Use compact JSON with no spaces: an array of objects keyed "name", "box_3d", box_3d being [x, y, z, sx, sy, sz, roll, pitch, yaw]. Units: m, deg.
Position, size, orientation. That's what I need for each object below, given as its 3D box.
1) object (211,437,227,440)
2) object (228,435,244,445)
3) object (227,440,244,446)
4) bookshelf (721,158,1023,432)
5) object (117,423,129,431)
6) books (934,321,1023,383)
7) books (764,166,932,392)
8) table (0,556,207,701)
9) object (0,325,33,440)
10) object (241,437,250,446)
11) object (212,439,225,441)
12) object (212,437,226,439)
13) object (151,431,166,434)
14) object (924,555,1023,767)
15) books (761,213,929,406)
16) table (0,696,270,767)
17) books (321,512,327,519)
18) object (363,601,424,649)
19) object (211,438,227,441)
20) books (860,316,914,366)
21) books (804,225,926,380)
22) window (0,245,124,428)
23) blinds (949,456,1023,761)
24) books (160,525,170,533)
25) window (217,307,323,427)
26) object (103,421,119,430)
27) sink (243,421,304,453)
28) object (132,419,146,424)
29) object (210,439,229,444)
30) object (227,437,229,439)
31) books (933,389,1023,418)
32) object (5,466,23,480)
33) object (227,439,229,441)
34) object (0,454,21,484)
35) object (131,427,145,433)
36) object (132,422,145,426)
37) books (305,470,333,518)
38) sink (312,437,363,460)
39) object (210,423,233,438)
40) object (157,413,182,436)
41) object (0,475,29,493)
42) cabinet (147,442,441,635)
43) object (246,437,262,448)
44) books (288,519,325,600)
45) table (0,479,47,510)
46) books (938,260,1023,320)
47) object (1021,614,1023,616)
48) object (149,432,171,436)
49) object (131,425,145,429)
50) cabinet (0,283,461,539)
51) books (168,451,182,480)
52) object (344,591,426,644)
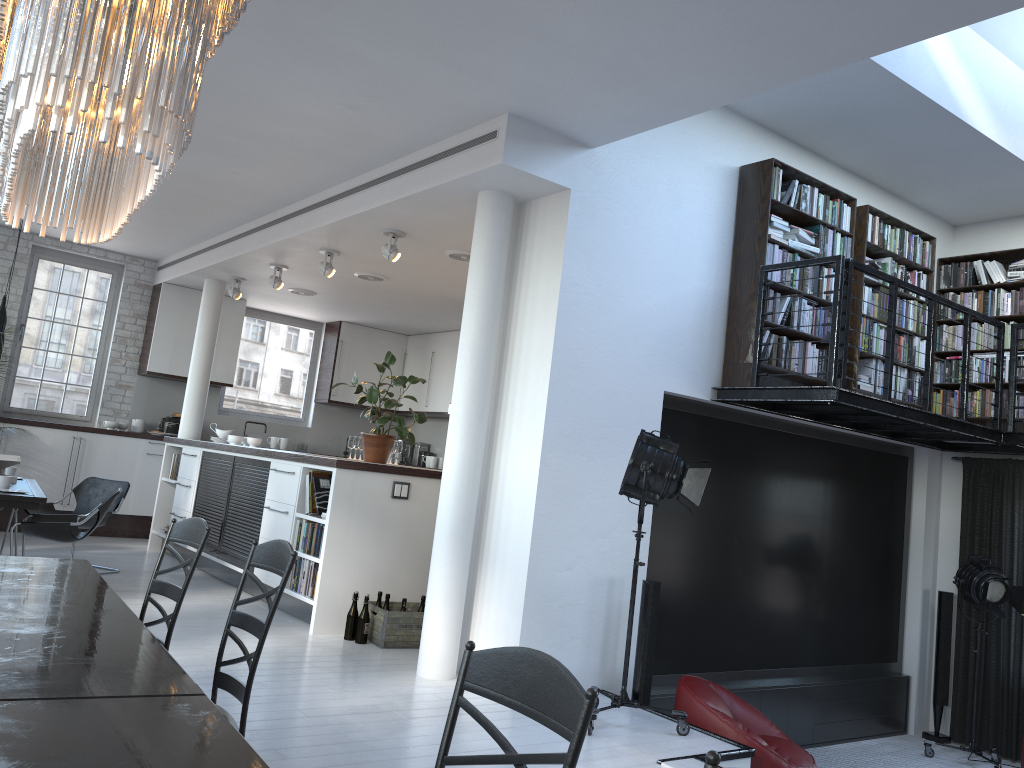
[{"name":"object","box_3d":[-3.157,0.612,9.675,0.261,0.028,0.260,8,-6,-8]},{"name":"object","box_3d":[-2.833,0.578,9.088,0.156,0.093,0.156,11,-8,-36]},{"name":"object","box_3d":[-2.927,0.635,9.461,0.234,0.041,0.235,12,-8,-41]},{"name":"bookshelf","box_3d":[4.118,-0.555,5.402,3.076,1.624,4.472,11,-8,-36]},{"name":"object","box_3d":[-4.582,0.504,10.405,0.157,0.093,0.156,3,-8,34]},{"name":"books","box_3d":[5.205,-0.416,6.219,0.226,1.418,4.432,13,-8,-36]},{"name":"books","box_3d":[2.531,-0.683,6.826,2.198,1.430,0.314,12,-9,-36]},{"name":"table","box_3d":[-1.602,0.966,2.473,0.888,0.700,1.993,11,-7,-32]},{"name":"object","box_3d":[-5.917,0.121,8.549,1.924,2.636,2.386,5,-7,11]},{"name":"object","box_3d":[-2.765,0.605,9.264,0.157,0.093,0.156,2,-8,39]},{"name":"object","box_3d":[-3.159,0.627,9.672,0.261,0.028,0.261,8,-6,-12]},{"name":"object","box_3d":[-3.156,0.605,9.676,0.262,0.028,0.260,2,-8,41]},{"name":"object","box_3d":[-4.172,0.576,10.454,0.138,0.044,0.136,5,-6,16]},{"name":"object","box_3d":[4.477,2.160,6.148,2.907,1.586,0.749,2,-9,37]},{"name":"books","box_3d":[3.807,-0.687,5.168,2.196,1.415,4.373,12,-8,-37]},{"name":"table","box_3d":[-0.534,0.922,0.783,0.888,0.700,1.993,11,-7,-32]},{"name":"books","box_3d":[-1.227,0.959,6.402,0.271,0.054,0.204,12,-8,-41]},{"name":"object","box_3d":[-0.765,1.672,6.177,0.454,0.249,0.389,11,-7,-31]},{"name":"object","box_3d":[-3.158,0.620,9.673,0.261,0.028,0.261,8,-6,-12]},{"name":"books","box_3d":[4.243,-0.604,5.469,1.165,1.411,4.380,12,-8,-36]},{"name":"books","box_3d":[4.024,-0.509,5.335,1.592,1.145,4.332,12,-8,-37]},{"name":"window","box_3d":[-7.566,-0.749,14.301,8.103,6.102,9.138,12,-8,-36]},{"name":"blinds","box_3d":[4.537,1.790,6.591,0.125,2.397,2.506,13,-9,-36]},{"name":"books","box_3d":[-3.461,1.411,9.297,0.292,0.326,0.472,13,-9,-39]},{"name":"window","box_3d":[-3.242,-0.228,11.888,1.293,1.466,0.133,12,-9,-36]},{"name":"object","box_3d":[-4.636,0.482,10.249,0.156,0.093,0.156,12,-8,-37]},{"name":"sink","box_3d":[-2.728,0.705,9.878,0.646,0.521,0.546,12,-8,-36]},{"name":"object","box_3d":[-4.479,0.460,10.631,0.154,0.075,0.152,4,-7,21]},{"name":"object","box_3d":[-3.160,0.634,9.671,0.262,0.028,0.260,2,-8,42]},{"name":"object","box_3d":[-2.923,0.600,9.466,0.234,0.041,0.235,12,-8,-44]},{"name":"books","box_3d":[4.810,-0.495,5.947,1.280,1.436,4.431,12,-8,-35]},{"name":"object","box_3d":[-4.235,0.748,7.484,0.204,0.099,0.175,11,-7,-31]},{"name":"object","box_3d":[-2.926,0.618,9.463,0.235,0.041,0.235,11,-7,-37]},{"name":"object","box_3d":[-4.289,0.628,6.948,0.588,0.217,0.588,3,-7,33]},{"name":"object","box_3d":[-4.487,0.558,10.620,0.153,0.056,0.152,6,-6,7]},{"name":"object","box_3d":[-4.480,0.492,10.625,0.153,0.063,0.152,8,-6,-7]},{"name":"books","box_3d":[-1.404,0.820,6.603,0.185,0.330,0.323,12,-9,-36]},{"name":"sink","box_3d":[-2.244,0.928,12.047,0.912,0.415,0.433,11,-8,-36]},{"name":"object","box_3d":[-3.172,0.523,9.683,0.269,0.174,0.130,8,-7,-7]},{"name":"object","box_3d":[-4.094,0.502,10.792,0.412,0.292,0.278,12,-8,-36]},{"name":"object","box_3d":[-3.537,0.708,6.247,0.301,0.097,0.175,1,-8,43]},{"name":"cabinet","box_3d":[-1.984,1.266,8.195,1.494,1.177,4.166,12,-8,-36]},{"name":"object","box_3d":[-2.659,0.603,9.123,0.156,0.093,0.156,9,-7,-21]},{"name":"books","box_3d":[-1.273,1.157,6.550,0.490,0.802,0.540,12,-9,-36]},{"name":"table","box_3d":[-4.139,1.083,6.648,0.956,0.706,1.914,11,-7,-30]},{"name":"books","box_3d":[5.199,-0.405,6.215,0.241,1.403,4.438,13,-8,-36]},{"name":"object","box_3d":[4.206,1.911,6.925,0.524,0.944,0.552,10,-8,-25]},{"name":"object","box_3d":[-4.167,0.593,10.453,0.262,0.028,0.260,2,-8,41]},{"name":"object","box_3d":[-4.484,0.522,10.622,0.153,0.074,0.152,11,-7,-33]},{"name":"cabinet","box_3d":[-2.377,0.281,8.128,7.200,3.016,7.293,11,-8,-36]},{"name":"books","box_3d":[-3.413,0.860,9.339,0.252,0.325,0.509,12,-8,-36]},{"name":"object","box_3d":[-0.857,1.617,6.112,0.555,0.326,0.288,8,-7,-9]}]
